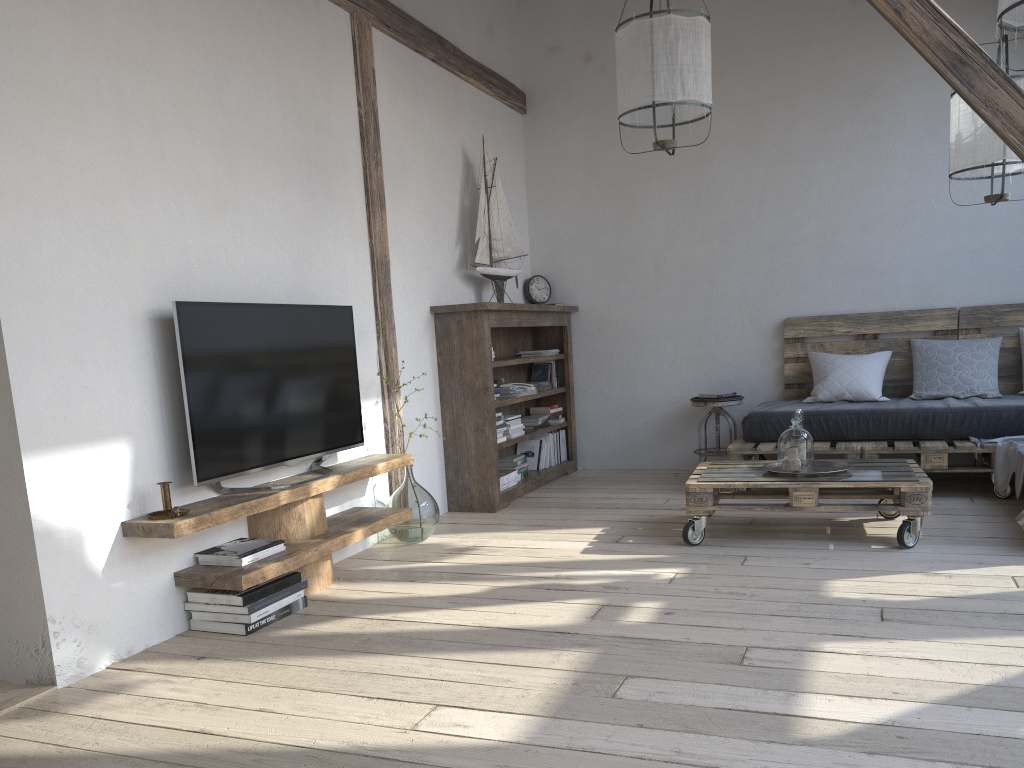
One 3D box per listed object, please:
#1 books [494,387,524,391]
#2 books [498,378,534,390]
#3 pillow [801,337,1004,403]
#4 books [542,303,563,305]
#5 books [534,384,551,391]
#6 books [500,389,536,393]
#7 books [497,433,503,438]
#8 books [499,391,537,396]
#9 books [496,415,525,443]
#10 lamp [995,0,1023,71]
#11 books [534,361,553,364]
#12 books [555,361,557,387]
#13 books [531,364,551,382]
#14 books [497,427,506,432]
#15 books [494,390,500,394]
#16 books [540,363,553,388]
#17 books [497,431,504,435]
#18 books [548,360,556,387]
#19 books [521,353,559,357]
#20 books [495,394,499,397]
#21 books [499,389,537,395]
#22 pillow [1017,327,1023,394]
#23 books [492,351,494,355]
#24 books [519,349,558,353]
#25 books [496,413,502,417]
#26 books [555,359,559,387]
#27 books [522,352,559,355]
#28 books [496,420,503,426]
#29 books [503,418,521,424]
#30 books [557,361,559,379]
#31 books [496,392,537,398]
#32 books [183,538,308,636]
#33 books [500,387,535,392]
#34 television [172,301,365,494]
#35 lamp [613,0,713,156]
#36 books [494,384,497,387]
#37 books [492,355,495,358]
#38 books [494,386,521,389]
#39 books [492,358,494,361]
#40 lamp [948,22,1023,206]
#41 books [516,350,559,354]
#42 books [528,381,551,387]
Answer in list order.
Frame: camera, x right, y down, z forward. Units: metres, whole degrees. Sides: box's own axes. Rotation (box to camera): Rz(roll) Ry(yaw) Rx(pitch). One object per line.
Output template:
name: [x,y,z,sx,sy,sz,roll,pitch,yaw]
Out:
books: [-0.016,0.028,5.548,0.204,0.009,0.254,-2,3,29]
books: [0.026,0.004,5.582,0.221,0.089,0.257,-3,4,2]
pillow: [2.353,-0.088,5.333,1.130,0.361,0.345,-2,6,22]
books: [0.225,-0.548,6.231,0.236,0.026,0.175,-2,3,22]
books: [0.154,0.028,6.021,0.162,0.031,0.215,-2,3,25]
books: [-0.010,0.045,5.546,0.204,0.009,0.255,-1,4,39]
books: [-0.168,0.314,5.203,0.157,0.022,0.215,-2,3,22]
books: [0.009,0.061,5.561,0.204,0.009,0.254,-2,3,27]
books: [-0.115,0.263,5.349,0.206,0.154,0.540,-1,4,22]
lamp: [1.581,-1.590,2.424,0.407,1.328,0.392,-4,9,-2]
books: [0.221,-0.067,6.198,0.139,0.194,0.049,0,10,21]
books: [0.250,-0.068,6.265,0.139,0.188,0.019,0,10,22]
books: [0.201,-0.052,6.146,0.131,0.175,0.080,0,9,22]
books: [-0.154,0.276,5.184,0.157,0.017,0.216,-2,3,27]
books: [-0.192,0.056,5.175,0.146,0.021,0.206,-1,4,38]
books: [0.216,-0.056,6.174,0.139,0.179,0.058,-1,9,20]
books: [-0.163,0.294,5.203,0.157,0.017,0.216,-2,3,22]
books: [0.243,-0.074,6.245,0.135,0.205,0.020,0,10,21]
books: [0.196,-0.202,6.086,0.205,0.009,0.254,-3,3,17]
books: [-0.188,0.075,5.185,0.157,0.017,0.216,-2,3,22]
books: [0.015,0.051,5.572,0.205,0.009,0.254,-2,3,24]
pillow: [3.384,-0.145,4.947,0.966,0.406,0.381,0,7,38]
books: [-0.218,-0.173,5.115,0.157,0.022,0.215,-2,3,22]
books: [0.187,-0.228,6.076,0.205,0.009,0.254,-2,3,19]
books: [-0.159,0.187,5.172,0.139,0.019,0.182,-2,3,22]
books: [0.265,-0.077,6.279,0.136,0.204,0.020,0,10,21]
books: [0.200,-0.212,6.098,0.205,0.009,0.254,-3,3,14]
books: [-0.158,0.235,5.188,0.157,0.022,0.215,-2,3,17]
books: [-0.063,0.235,5.499,0.157,0.017,0.216,-2,3,27]
books: [0.268,-0.071,6.309,0.139,0.188,0.019,0,10,22]
books: [0.006,0.070,5.555,0.204,0.009,0.254,-2,3,31]
books: [-0.978,0.736,3.242,0.291,0.269,0.354,-1,6,22]
books: [-0.001,0.035,5.552,0.204,0.009,0.254,-2,3,29]
television: [-0.913,0.041,3.498,0.207,0.717,1.086,0,6,22]
lamp: [0.635,-1.560,3.747,0.397,1.103,0.402,-8,10,-26]
books: [-0.190,0.016,5.179,0.139,0.019,0.182,-2,3,22]
books: [-0.199,-0.153,5.113,0.139,0.019,0.182,-2,3,22]
books: [-0.023,0.020,5.544,0.204,0.009,0.254,-1,3,34]
books: [-0.216,-0.135,5.124,0.157,0.017,0.216,-2,3,17]
lamp: [2.190,-1.594,3.928,0.405,1.545,0.395,-8,10,-26]
books: [0.180,-0.218,6.067,0.204,0.009,0.254,-2,3,29]
books: [0.154,0.002,6.008,0.150,0.022,0.202,-2,3,26]
